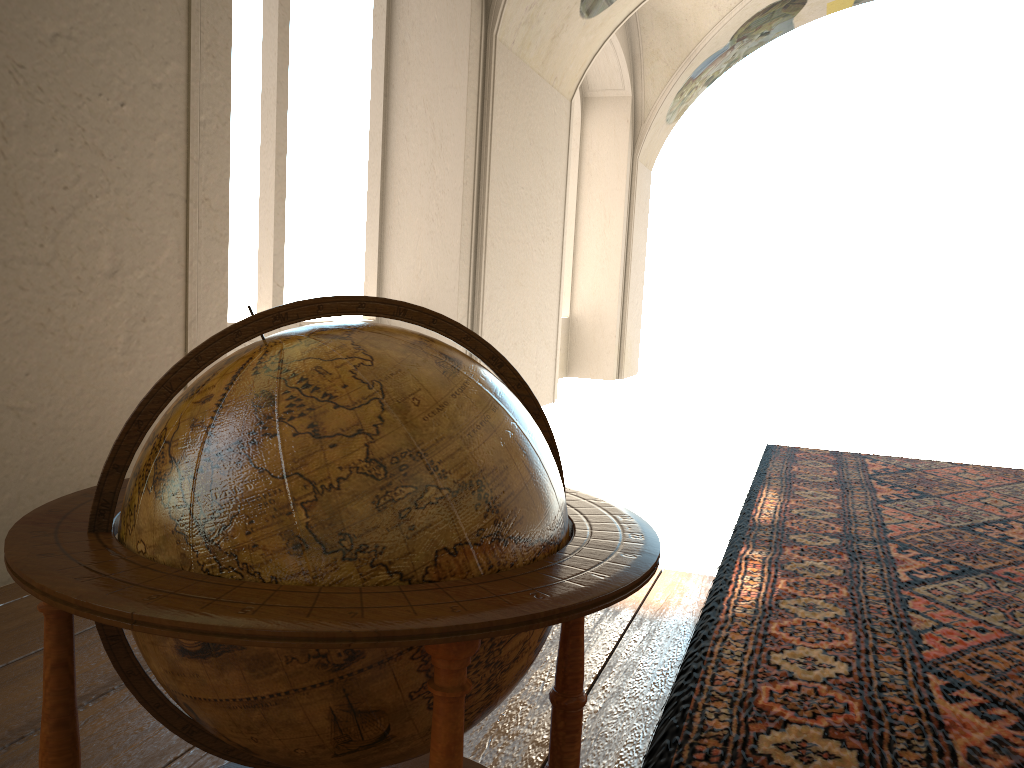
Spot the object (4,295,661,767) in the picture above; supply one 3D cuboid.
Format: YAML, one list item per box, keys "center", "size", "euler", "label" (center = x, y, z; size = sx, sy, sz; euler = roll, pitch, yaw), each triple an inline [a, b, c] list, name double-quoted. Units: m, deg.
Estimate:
- center: [-0.347, 0.539, 1.899]
  size: [1.279, 1.452, 1.276]
  euler: [-1, 7, -34]
  label: "object"
